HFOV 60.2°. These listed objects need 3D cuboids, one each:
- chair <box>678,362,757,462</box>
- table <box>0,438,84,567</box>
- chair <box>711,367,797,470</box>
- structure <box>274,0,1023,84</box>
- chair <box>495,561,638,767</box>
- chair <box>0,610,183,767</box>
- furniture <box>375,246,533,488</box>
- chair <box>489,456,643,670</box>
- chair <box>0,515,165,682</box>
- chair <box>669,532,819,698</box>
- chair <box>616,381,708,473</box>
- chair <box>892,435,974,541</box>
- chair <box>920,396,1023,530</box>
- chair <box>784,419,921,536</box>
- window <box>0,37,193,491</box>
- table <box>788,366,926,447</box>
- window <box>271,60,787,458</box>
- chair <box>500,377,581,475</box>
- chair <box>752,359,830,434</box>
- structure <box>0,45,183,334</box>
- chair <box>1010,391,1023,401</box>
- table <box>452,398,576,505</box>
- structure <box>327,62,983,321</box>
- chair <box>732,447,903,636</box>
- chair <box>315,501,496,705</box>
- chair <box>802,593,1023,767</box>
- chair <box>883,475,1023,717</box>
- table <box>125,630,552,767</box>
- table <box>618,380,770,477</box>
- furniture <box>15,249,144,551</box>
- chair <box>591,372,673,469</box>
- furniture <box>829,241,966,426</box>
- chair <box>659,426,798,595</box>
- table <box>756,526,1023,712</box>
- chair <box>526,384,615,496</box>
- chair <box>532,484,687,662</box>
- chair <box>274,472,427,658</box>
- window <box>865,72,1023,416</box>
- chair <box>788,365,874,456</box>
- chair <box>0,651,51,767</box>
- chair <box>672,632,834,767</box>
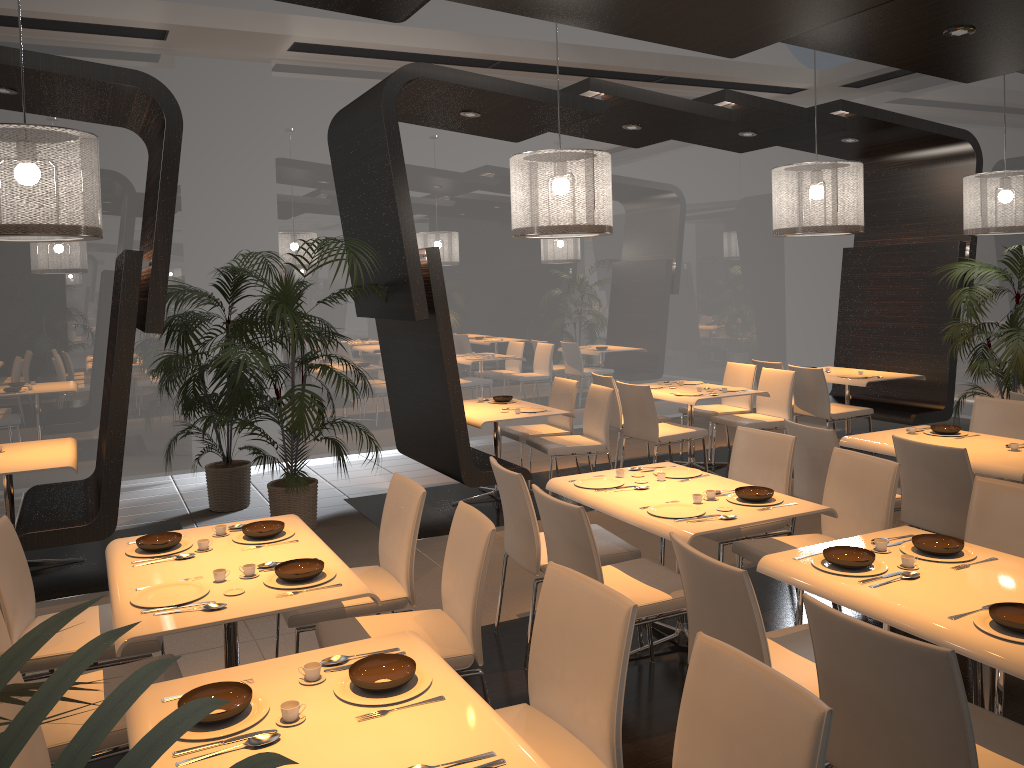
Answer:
[{"bbox_3d":[1.965,0.257,8.359,0.606,0.871,0.485,-3,4,-23],"label":"chair"},{"bbox_3d":[-3.132,0.814,5.515,0.802,0.723,1.151,-4,6,-26],"label":"table"},{"bbox_3d":[2.132,0.322,7.734,0.606,0.867,0.485,-3,4,-23],"label":"chair"},{"bbox_3d":[1.083,-1.046,3.360,10.682,1.731,2.911,-5,6,-26],"label":"structure"},{"bbox_3d":[-0.005,1.009,2.366,0.606,0.871,0.485,-4,4,-28],"label":"chair"},{"bbox_3d":[-1.317,1.007,2.710,0.606,0.867,0.485,-4,4,-28],"label":"chair"},{"bbox_3d":[-0.526,-0.184,6.762,0.758,1.670,1.406,-3,4,-26],"label":"furniture"},{"bbox_3d":[0.233,0.788,4.199,0.606,0.867,0.485,-3,3,-18],"label":"chair"},{"bbox_3d":[-1.631,0.946,3.327,0.606,0.867,0.485,-3,3,-18],"label":"chair"},{"bbox_3d":[0.865,0.927,2.834,0.606,0.867,0.485,-3,3,-18],"label":"chair"},{"bbox_3d":[1.220,0.405,7.271,0.606,0.871,0.485,-4,4,-28],"label":"chair"},{"bbox_3d":[2.302,0.696,4.470,0.606,0.871,0.485,-3,4,-23],"label":"chair"},{"bbox_3d":[2.944,0.551,5.538,0.606,0.867,0.485,-4,4,-28],"label":"chair"},{"bbox_3d":[1.925,0.638,5.048,0.606,0.867,0.485,-3,3,-18],"label":"chair"},{"bbox_3d":[-5.824,-0.887,6.673,6.592,3.967,0.070,-4,3,-26],"label":"window"},{"bbox_3d":[3.295,0.255,8.660,0.802,0.723,1.151,-4,6,-26],"label":"table"},{"bbox_3d":[0.637,-1.449,9.835,6.592,3.967,0.070,-4,3,-26],"label":"window"},{"bbox_3d":[0.235,0.410,7.492,0.606,0.871,0.485,-3,4,-23],"label":"chair"},{"bbox_3d":[2.744,0.186,8.751,0.606,0.867,0.485,-3,4,-23],"label":"chair"},{"bbox_3d":[-4.910,-1.000,4.590,5.944,1.722,1.406,-5,5,-26],"label":"structure"},{"bbox_3d":[3.726,0.486,5.912,0.606,0.871,0.485,-3,3,-18],"label":"chair"},{"bbox_3d":[-0.115,0.549,7.011,0.802,0.723,1.151,-4,6,-26],"label":"table"},{"bbox_3d":[1.516,-1.559,7.735,5.944,1.722,1.406,-5,5,-26],"label":"structure"},{"bbox_3d":[1.390,0.778,4.003,0.606,0.871,0.485,-3,3,-18],"label":"chair"},{"bbox_3d":[-0.371,0.926,3.165,0.606,0.867,0.485,-3,3,-18],"label":"chair"},{"bbox_3d":[1.123,0.981,2.292,0.606,0.867,0.485,-4,4,-28],"label":"chair"},{"bbox_3d":[1.770,0.848,3.298,0.606,0.871,0.485,-4,4,-28],"label":"chair"},{"bbox_3d":[-0.355,1.149,1.886,0.802,0.723,1.151,-4,6,-26],"label":"table"},{"bbox_3d":[1.585,0.403,7.831,0.802,0.723,1.151,-4,6,-26],"label":"table"},{"bbox_3d":[-2.776,0.012,5.661,0.758,1.670,1.406,-3,4,-26],"label":"furniture"},{"bbox_3d":[1.064,0.329,7.955,0.606,0.867,0.485,-3,3,-18],"label":"chair"},{"bbox_3d":[3.650,-0.547,8.806,0.758,1.670,1.406,-3,4,-26],"label":"furniture"},{"bbox_3d":[1.149,0.707,4.655,0.606,0.867,0.485,-4,4,-28],"label":"chair"},{"bbox_3d":[1.478,0.990,2.778,0.802,0.723,1.151,-4,6,-26],"label":"table"},{"bbox_3d":[0.475,0.468,6.902,0.606,0.867,0.485,-3,3,-18],"label":"chair"},{"bbox_3d":[0.433,0.849,3.615,0.606,0.867,0.485,-3,4,-23],"label":"chair"},{"bbox_3d":[-0.675,0.872,3.715,0.606,0.867,0.485,-3,4,-23],"label":"chair"},{"bbox_3d":[5.795,-1.400,8.051,0.070,3.963,6.602,-3,5,-26],"label":"window"},{"bbox_3d":[2.911,0.255,8.126,0.606,0.871,0.485,-3,4,-23],"label":"chair"},{"bbox_3d":[-0.877,1.075,2.010,0.606,0.867,0.485,-3,3,-18],"label":"chair"},{"bbox_3d":[0.299,1.064,1.816,0.606,0.871,0.485,-3,4,-23],"label":"chair"}]
